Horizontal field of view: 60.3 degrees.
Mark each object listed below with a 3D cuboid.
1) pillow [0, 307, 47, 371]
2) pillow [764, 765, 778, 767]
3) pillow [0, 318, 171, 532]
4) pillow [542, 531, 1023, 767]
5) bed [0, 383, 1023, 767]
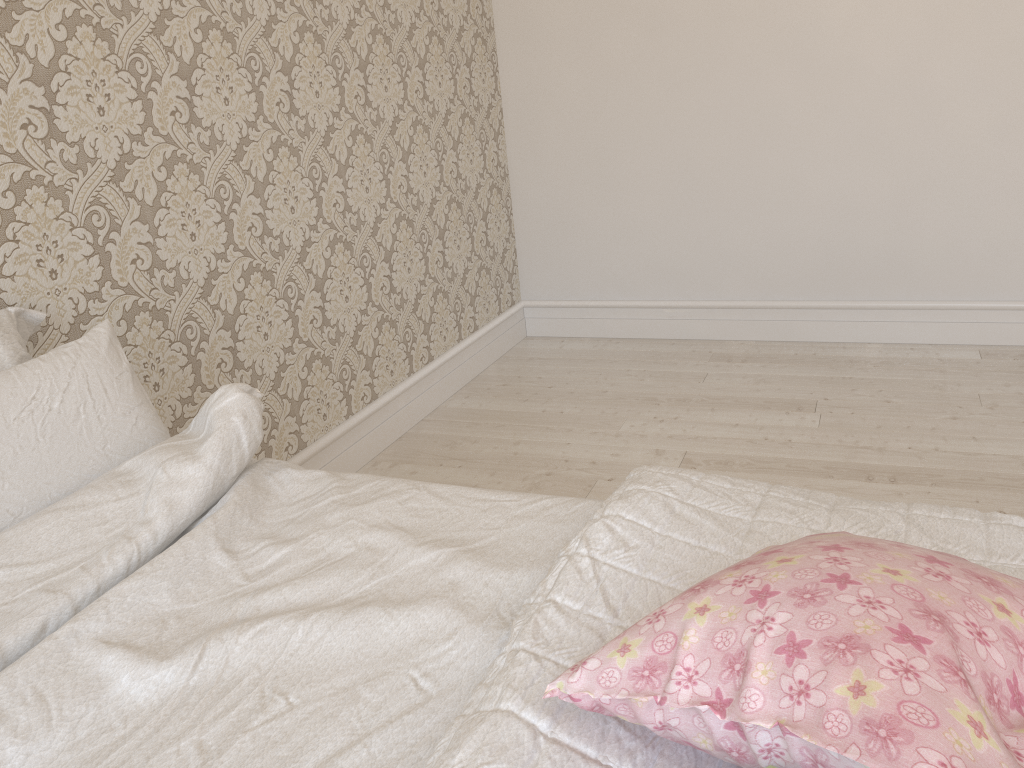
[{"bbox_3d":[-0.947,0.220,1.016,0.310,0.346,1.285,1,19,23],"label":"pillow"},{"bbox_3d":[0.261,0.332,0.411,0.363,0.165,0.391,4,20,27],"label":"pillow"},{"bbox_3d":[-0.714,0.131,1.252,0.202,0.301,0.578,1,18,23],"label":"pillow"},{"bbox_3d":[0.280,0.216,0.687,0.399,0.197,0.358,-17,21,-32],"label":"pillow"},{"bbox_3d":[-0.124,0.511,0.730,2.212,0.617,2.002,2,20,23],"label":"bed"}]
